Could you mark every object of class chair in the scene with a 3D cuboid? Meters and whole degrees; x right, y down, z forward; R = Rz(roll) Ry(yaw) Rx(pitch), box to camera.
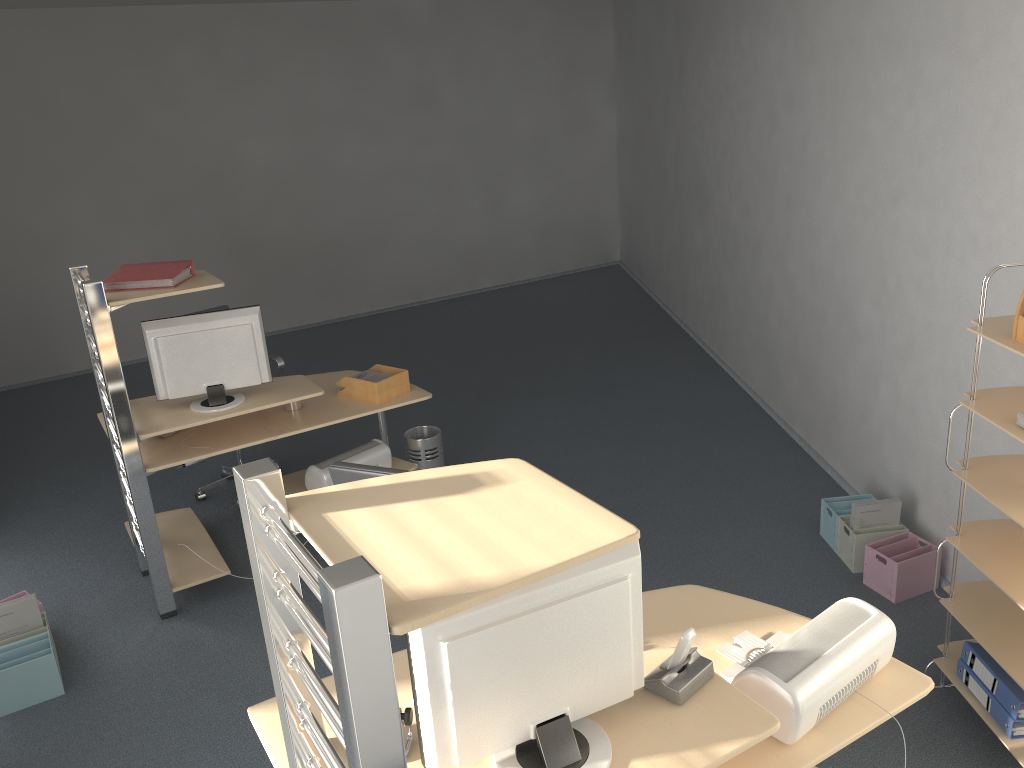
[{"bbox_3d":[-1.638,0.138,5.150,0.652,1.048,0.584,15,27,43],"label":"chair"},{"bbox_3d":[-0.226,0.676,3.303,0.584,1.048,0.652,5,21,24],"label":"chair"}]

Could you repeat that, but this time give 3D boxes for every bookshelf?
[{"bbox_3d":[1.664,0.458,2.738,0.381,1.572,0.724,-5,19,-3],"label":"bookshelf"}]

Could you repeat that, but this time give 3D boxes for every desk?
[{"bbox_3d":[-1.273,0.057,4.517,1.469,1.566,0.967,-15,22,-28],"label":"desk"},{"bbox_3d":[0.183,0.743,2.233,1.469,1.566,0.967,-15,22,-28],"label":"desk"}]

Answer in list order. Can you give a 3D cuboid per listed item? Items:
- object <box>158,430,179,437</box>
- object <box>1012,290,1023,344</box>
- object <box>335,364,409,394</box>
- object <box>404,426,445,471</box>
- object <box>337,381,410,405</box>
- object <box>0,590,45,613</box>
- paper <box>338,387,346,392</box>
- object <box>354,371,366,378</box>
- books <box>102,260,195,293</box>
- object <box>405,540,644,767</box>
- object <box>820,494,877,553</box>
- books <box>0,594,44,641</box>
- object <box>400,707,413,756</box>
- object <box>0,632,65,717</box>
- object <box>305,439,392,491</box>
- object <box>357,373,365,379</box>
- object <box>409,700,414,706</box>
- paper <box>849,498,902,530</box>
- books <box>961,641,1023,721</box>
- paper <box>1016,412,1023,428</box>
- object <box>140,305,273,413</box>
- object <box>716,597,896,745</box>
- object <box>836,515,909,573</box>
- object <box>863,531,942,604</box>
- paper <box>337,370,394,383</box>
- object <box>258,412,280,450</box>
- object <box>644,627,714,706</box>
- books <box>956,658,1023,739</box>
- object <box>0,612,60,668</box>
[{"bbox_3d":[-1.629,0.204,4.223,0.054,0.064,0.159,5,21,25],"label":"object"},{"bbox_3d":[1.609,-0.248,2.562,0.243,0.259,0.113,-6,19,-5],"label":"object"},{"bbox_3d":[-0.719,-0.033,4.543,0.309,0.060,0.225,11,24,36],"label":"object"},{"bbox_3d":[-0.490,0.451,5.052,0.208,0.377,0.208,0,20,13],"label":"object"},{"bbox_3d":[-0.715,0.020,4.562,0.309,0.060,0.225,11,24,36],"label":"object"},{"bbox_3d":[-2.200,1.076,3.893,0.185,0.202,0.245,12,25,39],"label":"object"},{"bbox_3d":[-0.715,0.032,4.566,0.297,0.019,0.210,11,24,36],"label":"paper"},{"bbox_3d":[-0.799,-0.041,4.608,0.008,0.009,0.159,4,21,22],"label":"object"},{"bbox_3d":[-1.597,-0.475,3.889,0.320,0.072,0.262,-4,19,2],"label":"books"},{"bbox_3d":[0.060,0.575,1.774,0.516,0.418,0.245,-9,20,-14],"label":"object"},{"bbox_3d":[1.631,0.668,4.241,0.245,0.202,0.185,-5,19,-3],"label":"object"},{"bbox_3d":[-2.072,1.055,3.710,0.220,0.306,0.068,-15,22,-28],"label":"books"},{"bbox_3d":[-0.286,0.718,1.866,0.154,0.135,0.093,-2,19,6],"label":"object"},{"bbox_3d":[-1.963,1.171,3.570,0.245,0.202,0.185,-15,22,-28],"label":"object"},{"bbox_3d":[-0.909,0.416,4.682,0.351,0.162,0.438,13,26,41],"label":"object"},{"bbox_3d":[-0.789,-0.032,4.581,0.008,0.009,0.159,1,20,14],"label":"object"},{"bbox_3d":[-0.111,0.929,1.941,0.168,0.088,0.742,-14,21,-26],"label":"object"},{"bbox_3d":[1.643,0.666,4.030,0.220,0.306,0.068,-5,19,-3],"label":"paper"},{"bbox_3d":[1.699,0.976,2.932,0.263,0.100,0.320,-5,19,-2],"label":"books"},{"bbox_3d":[1.632,0.144,2.527,0.213,0.046,0.297,-5,19,-3],"label":"paper"},{"bbox_3d":[-1.387,-0.106,4.039,0.516,0.418,0.245,-7,19,-8],"label":"object"},{"bbox_3d":[0.697,0.668,2.243,0.438,0.162,0.351,-19,24,-36],"label":"object"},{"bbox_3d":[1.647,0.728,4.067,0.245,0.202,0.185,-5,19,-3],"label":"object"},{"bbox_3d":[1.693,0.798,3.856,0.245,0.202,0.185,-12,20,-20],"label":"object"},{"bbox_3d":[-0.718,-0.017,4.549,0.297,0.010,0.210,11,24,36],"label":"paper"},{"bbox_3d":[-1.252,0.155,4.416,0.478,0.082,0.814,-12,21,-21],"label":"object"},{"bbox_3d":[0.372,0.611,2.012,0.119,0.151,0.150,14,26,43],"label":"object"},{"bbox_3d":[1.693,1.029,2.950,0.262,0.072,0.320,-5,19,-2],"label":"books"},{"bbox_3d":[-2.059,1.125,3.721,0.245,0.202,0.185,-15,22,-28],"label":"object"}]
